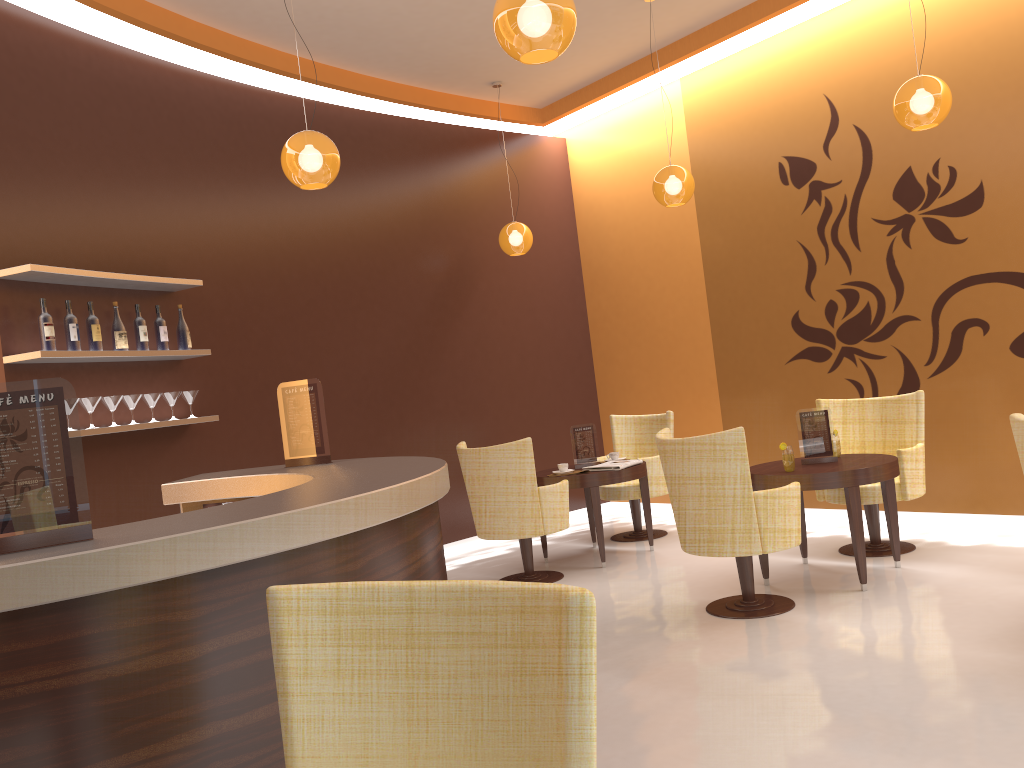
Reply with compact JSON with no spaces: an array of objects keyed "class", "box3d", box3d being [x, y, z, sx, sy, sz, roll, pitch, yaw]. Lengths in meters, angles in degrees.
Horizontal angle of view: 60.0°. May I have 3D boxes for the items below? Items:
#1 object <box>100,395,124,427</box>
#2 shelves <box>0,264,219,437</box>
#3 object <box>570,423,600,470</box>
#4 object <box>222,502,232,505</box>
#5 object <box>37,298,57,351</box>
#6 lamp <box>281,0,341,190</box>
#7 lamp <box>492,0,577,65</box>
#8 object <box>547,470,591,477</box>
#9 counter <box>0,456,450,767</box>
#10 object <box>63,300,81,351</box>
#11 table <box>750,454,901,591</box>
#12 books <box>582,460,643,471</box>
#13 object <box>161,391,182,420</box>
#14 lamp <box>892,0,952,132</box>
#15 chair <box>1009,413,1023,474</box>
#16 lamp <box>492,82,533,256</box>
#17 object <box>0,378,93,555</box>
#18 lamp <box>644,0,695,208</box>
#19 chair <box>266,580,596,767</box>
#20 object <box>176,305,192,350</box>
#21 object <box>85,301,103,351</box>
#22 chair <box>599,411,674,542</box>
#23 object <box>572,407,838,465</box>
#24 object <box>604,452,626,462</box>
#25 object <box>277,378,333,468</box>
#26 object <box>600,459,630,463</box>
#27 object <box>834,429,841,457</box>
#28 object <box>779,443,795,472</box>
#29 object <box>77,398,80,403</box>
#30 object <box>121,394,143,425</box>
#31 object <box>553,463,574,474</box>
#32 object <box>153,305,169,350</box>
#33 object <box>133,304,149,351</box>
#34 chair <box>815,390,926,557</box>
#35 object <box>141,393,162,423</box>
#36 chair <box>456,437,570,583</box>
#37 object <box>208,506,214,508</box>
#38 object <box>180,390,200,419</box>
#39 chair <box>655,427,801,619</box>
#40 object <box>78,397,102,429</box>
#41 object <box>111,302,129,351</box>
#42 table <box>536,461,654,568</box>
[{"class":"object","box3d":[-2.286,0.159,5.075,0.137,0.174,0.137,-7,0,27]},{"class":"shelves","box3d":[-2.551,-0.151,3.429,0.586,0.902,4.744,-7,0,9]},{"class":"object","box3d":[0.562,0.475,6.810,0.209,0.335,0.042,-7,0,-16]},{"class":"object","box3d":[-1.363,0.648,4.278,0.067,0.148,0.067,-7,0,-39]},{"class":"object","box3d":[-2.471,-0.306,4.701,0.073,0.297,0.073,-7,0,-1]},{"class":"lamp","box3d":[-1.106,-1.756,4.549,0.299,1.500,0.299,-7,0,-21]},{"class":"lamp","box3d":[0.006,-1.900,3.141,0.299,1.500,0.299,-7,0,29]},{"class":"object","box3d":[0.369,0.655,6.529,0.239,0.021,0.464,-7,0,-25]},{"class":"counter","box3d":[-0.967,0.939,3.185,1.586,1.100,2.917,-7,0,6]},{"class":"object","box3d":[-2.417,-0.312,4.864,0.073,0.297,0.073,-7,0,-1]},{"class":"table","box3d":[1.884,0.816,5.326,0.872,0.679,0.874,-7,0,-7]},{"class":"books","box3d":[0.750,0.602,6.562,0.345,0.035,0.367,-7,0,41]},{"class":"object","box3d":[-2.107,0.140,5.495,0.137,0.174,0.137,-7,0,-14]},{"class":"lamp","box3d":[2.182,-2.155,4.884,0.299,1.500,0.299,-7,0,-13]},{"class":"chair","box3d":[2.344,0.577,3.276,0.685,1.017,0.729,-7,0,-42]},{"class":"lamp","box3d":[-0.042,-1.867,7.701,0.299,1.500,0.299,-7,0,-39]},{"class":"object","box3d":[-1.197,0.199,2.183,0.258,0.414,0.052,-7,0,-25]},{"class":"lamp","box3d":[1.070,-2.011,6.293,0.299,1.500,0.299,-7,0,4]},{"class":"chair","box3d":[-0.183,0.875,1.464,0.729,1.017,0.685,-7,0,30]},{"class":"object","box3d":[-2.094,-0.352,5.633,0.086,0.303,0.086,-7,0,-24]},{"class":"object","box3d":[-2.367,-0.317,5.011,0.073,0.297,0.073,-7,0,-41]},{"class":"chair","box3d":[1.041,0.761,7.438,0.685,1.017,0.729,-7,0,-39]},{"class":"object","box3d":[1.226,0.390,6.071,0.187,0.335,2.090,-7,0,-42]},{"class":"object","box3d":[0.810,0.575,6.982,0.153,0.069,0.153,-7,0,35]},{"class":"object","box3d":[-1.011,0.189,4.299,0.258,0.414,0.052,-7,0,20]},{"class":"object","box3d":[0.831,0.602,6.987,0.239,0.021,0.464,-7,0,-42]},{"class":"object","box3d":[2.023,0.372,5.559,0.067,0.171,0.072,-7,0,9]},{"class":"object","box3d":[1.599,0.422,5.137,0.067,0.171,0.072,-7,0,34]},{"class":"object","box3d":[-2.395,0.170,4.786,0.137,0.174,0.137,-7,0,16]},{"class":"object","box3d":[-2.234,0.154,5.212,0.137,0.174,0.137,-7,0,27]},{"class":"object","box3d":[0.378,0.625,6.543,0.153,0.069,0.153,-7,0,-12]},{"class":"object","box3d":[-2.169,-0.339,5.475,0.073,0.297,0.073,-7,0,-1]},{"class":"object","box3d":[-2.234,-0.332,5.330,0.073,0.297,0.073,-7,0,-1]},{"class":"chair","box3d":[2.393,0.587,5.920,0.729,1.017,0.685,-7,0,40]},{"class":"object","box3d":[-2.173,0.147,5.353,0.137,0.174,0.137,-7,0,27]},{"class":"chair","box3d":[0.033,0.877,6.204,0.685,1.017,0.729,-7,0,-42]},{"class":"object","box3d":[-1.395,0.651,4.169,0.067,0.148,0.067,-7,0,-13]},{"class":"object","box3d":[-2.043,0.133,5.636,0.137,0.174,0.137,-7,0,27]},{"class":"chair","box3d":[1.204,0.726,4.859,0.685,1.017,0.729,-7,0,-22]},{"class":"object","box3d":[-2.344,0.164,4.932,0.137,0.174,0.137,-7,0,27]},{"class":"object","box3d":[-2.304,-0.329,5.187,0.086,0.303,0.086,-7,0,35]},{"class":"table","box3d":[0.623,0.978,6.757,0.872,0.679,0.874,-7,0,-2]}]
